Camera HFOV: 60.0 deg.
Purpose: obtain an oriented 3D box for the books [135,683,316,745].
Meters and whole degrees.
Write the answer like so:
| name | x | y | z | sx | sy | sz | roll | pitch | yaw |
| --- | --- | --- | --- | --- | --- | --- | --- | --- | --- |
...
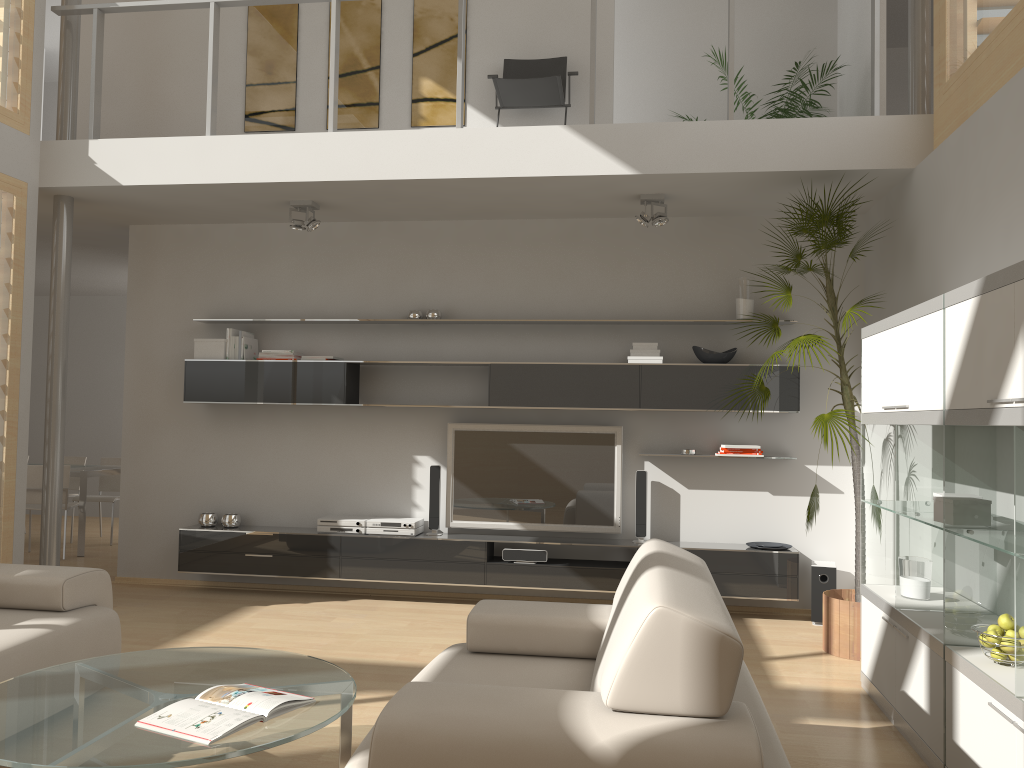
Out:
| name | x | y | z | sx | sy | sz | roll | pitch | yaw |
| --- | --- | --- | --- | --- | --- | --- | --- | --- | --- |
| books | -0.855 | 0.978 | 2.685 | 0.297 | 0.037 | 0.440 | 0 | -3 | 28 |

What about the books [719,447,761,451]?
| name | x | y | z | sx | sy | sz | roll | pitch | yaw |
| --- | --- | --- | --- | --- | --- | --- | --- | --- | --- |
| books | 1.519 | 0.433 | 5.918 | 0.254 | 0.015 | 0.190 | 1 | -2 | 10 |

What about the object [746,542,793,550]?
| name | x | y | z | sx | sy | sz | roll | pitch | yaw |
| --- | --- | --- | --- | --- | --- | --- | --- | --- | --- |
| object | 1.688 | 1.067 | 5.826 | 0.294 | 0.020 | 0.294 | 3 | -3 | -42 |

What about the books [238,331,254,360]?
| name | x | y | z | sx | sy | sz | roll | pitch | yaw |
| --- | --- | --- | --- | --- | --- | --- | --- | --- | --- |
| books | -1.924 | -0.270 | 6.424 | 0.021 | 0.210 | 0.207 | 1 | -2 | 8 |

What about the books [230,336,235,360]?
| name | x | y | z | sx | sy | sz | roll | pitch | yaw |
| --- | --- | --- | --- | --- | --- | --- | --- | --- | --- |
| books | -1.976 | -0.251 | 6.435 | 0.027 | 0.169 | 0.230 | 1 | -2 | 8 |

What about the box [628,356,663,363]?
| name | x | y | z | sx | sy | sz | roll | pitch | yaw |
| --- | --- | --- | --- | --- | --- | --- | --- | --- | --- |
| box | 0.903 | -0.154 | 6.014 | 0.232 | 0.047 | 0.232 | 1 | -2 | 8 |

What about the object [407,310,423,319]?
| name | x | y | z | sx | sy | sz | roll | pitch | yaw |
| --- | --- | --- | --- | --- | --- | --- | --- | --- | --- |
| object | -0.692 | -0.487 | 6.331 | 0.115 | 0.081 | 0.115 | 1 | -2 | -11 |

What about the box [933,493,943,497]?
| name | x | y | z | sx | sy | sz | roll | pitch | yaw |
| --- | --- | --- | --- | --- | --- | --- | --- | --- | --- |
| box | 1.780 | 0.489 | 3.546 | 0.146 | 0.094 | 0.146 | 0 | -2 | 13 |

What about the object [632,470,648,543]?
| name | x | y | z | sx | sy | sz | roll | pitch | yaw |
| --- | --- | --- | --- | --- | --- | --- | --- | --- | --- |
| object | 0.877 | 0.828 | 6.009 | 0.111 | 0.483 | 0.116 | 0 | -2 | 15 |

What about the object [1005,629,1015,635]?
| name | x | y | z | sx | sy | sz | roll | pitch | yaw |
| --- | --- | --- | --- | --- | --- | --- | --- | --- | --- |
| object | 1.667 | 0.824 | 2.942 | 0.050 | 0.054 | 0.055 | 2 | -2 | -22 |

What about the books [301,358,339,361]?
| name | x | y | z | sx | sy | sz | roll | pitch | yaw |
| --- | --- | --- | --- | --- | --- | --- | --- | --- | --- |
| books | -1.360 | -0.167 | 6.333 | 0.190 | 0.015 | 0.254 | 0 | -2 | 15 |

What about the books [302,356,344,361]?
| name | x | y | z | sx | sy | sz | roll | pitch | yaw |
| --- | --- | --- | --- | --- | --- | --- | --- | --- | --- |
| books | -1.348 | -0.183 | 6.327 | 0.230 | 0.017 | 0.227 | 1 | -2 | 8 |

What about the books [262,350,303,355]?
| name | x | y | z | sx | sy | sz | roll | pitch | yaw |
| --- | --- | --- | --- | --- | --- | --- | --- | --- | --- |
| books | -1.646 | -0.225 | 6.372 | 0.227 | 0.017 | 0.230 | 1 | -2 | 3 |

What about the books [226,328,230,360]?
| name | x | y | z | sx | sy | sz | roll | pitch | yaw |
| --- | --- | --- | --- | --- | --- | --- | --- | --- | --- |
| books | -2.015 | -0.280 | 6.444 | 0.017 | 0.227 | 0.230 | 1 | -2 | 8 |

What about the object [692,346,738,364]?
| name | x | y | z | sx | sy | sz | roll | pitch | yaw |
| --- | --- | --- | --- | --- | --- | --- | --- | --- | --- |
| object | 1.360 | -0.187 | 5.943 | 0.317 | 0.125 | 0.223 | 2 | -2 | -13 |

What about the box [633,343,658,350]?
| name | x | y | z | sx | sy | sz | roll | pitch | yaw |
| --- | --- | --- | --- | --- | --- | --- | --- | --- | --- |
| box | 0.903 | -0.249 | 6.018 | 0.168 | 0.047 | 0.168 | 1 | -2 | 8 |

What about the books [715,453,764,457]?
| name | x | y | z | sx | sy | sz | roll | pitch | yaw |
| --- | --- | --- | --- | --- | --- | --- | --- | --- | --- |
| books | 1.512 | 0.473 | 5.914 | 0.296 | 0.013 | 0.210 | 1 | -2 | 8 |

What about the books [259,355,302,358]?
| name | x | y | z | sx | sy | sz | roll | pitch | yaw |
| --- | --- | --- | --- | --- | --- | --- | --- | --- | --- |
| books | -1.659 | -0.195 | 6.362 | 0.254 | 0.015 | 0.190 | 1 | -2 | 4 |

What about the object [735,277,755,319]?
| name | x | y | z | sx | sy | sz | roll | pitch | yaw |
| --- | --- | --- | --- | --- | --- | --- | --- | --- | --- |
| object | 1.568 | -0.566 | 5.972 | 0.129 | 0.291 | 0.129 | 2 | -2 | -20 |

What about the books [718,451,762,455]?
| name | x | y | z | sx | sy | sz | roll | pitch | yaw |
| --- | --- | --- | --- | --- | --- | --- | --- | --- | --- |
| books | 1.516 | 0.461 | 5.913 | 0.268 | 0.011 | 0.190 | 1 | -2 | 10 |

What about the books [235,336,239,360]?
| name | x | y | z | sx | sy | sz | roll | pitch | yaw |
| --- | --- | --- | --- | --- | --- | --- | --- | --- | --- |
| books | -1.947 | -0.250 | 6.439 | 0.027 | 0.169 | 0.230 | 1 | -2 | 8 |

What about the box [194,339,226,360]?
| name | x | y | z | sx | sy | sz | roll | pitch | yaw |
| --- | --- | --- | --- | --- | --- | --- | --- | --- | --- |
| box | -2.143 | -0.244 | 6.432 | 0.232 | 0.149 | 0.232 | 1 | -2 | 8 |

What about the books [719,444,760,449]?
| name | x | y | z | sx | sy | sz | roll | pitch | yaw |
| --- | --- | --- | --- | --- | --- | --- | --- | --- | --- |
| books | 1.514 | 0.416 | 5.907 | 0.227 | 0.017 | 0.230 | 1 | -2 | 3 |

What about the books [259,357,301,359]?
| name | x | y | z | sx | sy | sz | roll | pitch | yaw |
| --- | --- | --- | --- | --- | --- | --- | --- | --- | --- |
| books | -1.650 | -0.181 | 6.362 | 0.268 | 0.011 | 0.190 | 1 | -2 | 10 |

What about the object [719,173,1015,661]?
| name | x | y | z | sx | sy | sz | roll | pitch | yaw |
| --- | --- | --- | --- | --- | --- | --- | --- | --- | --- |
| object | 1.852 | 0.146 | 4.322 | 0.983 | 2.668 | 2.706 | 2 | -2 | -11 |

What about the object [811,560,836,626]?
| name | x | y | z | sx | sy | sz | roll | pitch | yaw |
| --- | --- | --- | --- | --- | --- | --- | --- | --- | --- |
| object | 2.017 | 1.355 | 5.742 | 0.150 | 0.374 | 0.275 | 0 | -2 | 19 |

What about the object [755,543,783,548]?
| name | x | y | z | sx | sy | sz | roll | pitch | yaw |
| --- | --- | --- | --- | --- | --- | --- | --- | --- | --- |
| object | 1.688 | 1.065 | 5.826 | 0.178 | 0.020 | 0.178 | 1 | -2 | -9 |

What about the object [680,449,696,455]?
| name | x | y | z | sx | sy | sz | roll | pitch | yaw |
| --- | --- | --- | --- | --- | --- | --- | --- | --- | --- |
| object | 1.189 | 0.459 | 5.989 | 0.106 | 0.035 | 0.105 | -1 | -3 | 44 |

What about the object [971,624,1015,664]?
| name | x | y | z | sx | sy | sz | roll | pitch | yaw |
| --- | --- | --- | --- | --- | --- | --- | --- | --- | --- |
| object | 1.626 | 0.865 | 2.919 | 0.206 | 0.105 | 0.206 | 3 | -3 | -37 |

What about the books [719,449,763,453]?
| name | x | y | z | sx | sy | sz | roll | pitch | yaw |
| --- | --- | --- | --- | --- | --- | --- | --- | --- | --- |
| books | 1.526 | 0.448 | 5.914 | 0.254 | 0.015 | 0.190 | 1 | -2 | 4 |

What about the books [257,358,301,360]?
| name | x | y | z | sx | sy | sz | roll | pitch | yaw |
| --- | --- | --- | --- | --- | --- | --- | --- | --- | --- |
| books | -1.646 | -0.169 | 6.360 | 0.297 | 0.013 | 0.210 | 1 | -2 | 8 |

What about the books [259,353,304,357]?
| name | x | y | z | sx | sy | sz | roll | pitch | yaw |
| --- | --- | --- | --- | --- | --- | --- | --- | --- | --- |
| books | -1.652 | -0.210 | 6.359 | 0.254 | 0.015 | 0.190 | 1 | -2 | 10 |

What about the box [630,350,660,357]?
| name | x | y | z | sx | sy | sz | roll | pitch | yaw |
| --- | --- | --- | --- | --- | --- | --- | --- | --- | --- |
| box | 0.902 | -0.202 | 6.017 | 0.200 | 0.047 | 0.200 | 1 | -2 | 8 |

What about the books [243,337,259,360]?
| name | x | y | z | sx | sy | sz | roll | pitch | yaw |
| --- | --- | --- | --- | --- | --- | --- | --- | --- | --- |
| books | -1.893 | -0.249 | 6.433 | 0.023 | 0.169 | 0.230 | 1 | -2 | 8 |

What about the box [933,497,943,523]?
| name | x | y | z | sx | sy | sz | roll | pitch | yaw |
| --- | --- | --- | --- | --- | --- | --- | --- | --- | --- |
| box | 1.700 | 0.480 | 3.355 | 0.146 | 0.094 | 0.146 | 1 | -2 | -2 |

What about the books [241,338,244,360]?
| name | x | y | z | sx | sy | sz | roll | pitch | yaw |
| --- | --- | --- | --- | --- | --- | --- | --- | --- | --- |
| books | -1.909 | -0.244 | 6.422 | 0.009 | 0.156 | 0.207 | 1 | -2 | 8 |

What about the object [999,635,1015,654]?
| name | x | y | z | sx | sy | sz | roll | pitch | yaw |
| --- | --- | --- | --- | --- | --- | --- | --- | --- | --- |
| object | 1.610 | 0.844 | 2.872 | 0.058 | 0.058 | 0.058 | 2 | -3 | -25 |

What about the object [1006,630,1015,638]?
| name | x | y | z | sx | sy | sz | roll | pitch | yaw |
| --- | --- | --- | --- | --- | --- | --- | --- | --- | --- |
| object | 1.635 | 0.821 | 2.896 | 0.040 | 0.038 | 0.040 | 2 | -2 | -21 |

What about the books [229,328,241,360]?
| name | x | y | z | sx | sy | sz | roll | pitch | yaw |
| --- | --- | --- | --- | --- | --- | --- | --- | --- | --- |
| books | -1.996 | -0.279 | 6.448 | 0.017 | 0.227 | 0.230 | 1 | -2 | 8 |
